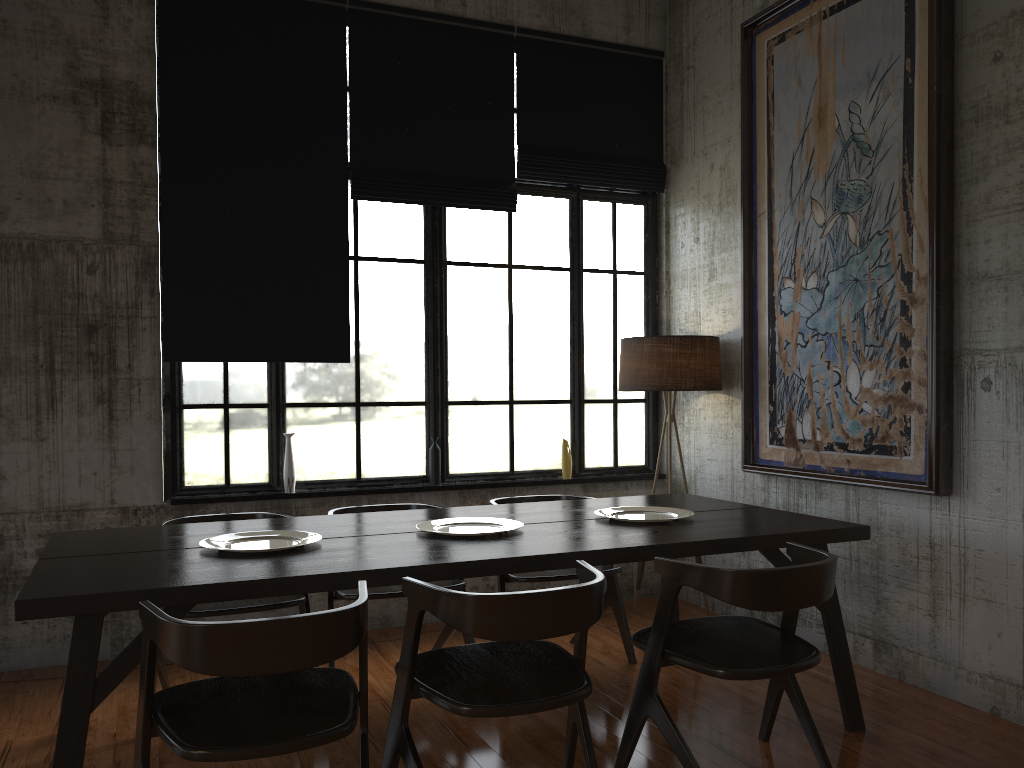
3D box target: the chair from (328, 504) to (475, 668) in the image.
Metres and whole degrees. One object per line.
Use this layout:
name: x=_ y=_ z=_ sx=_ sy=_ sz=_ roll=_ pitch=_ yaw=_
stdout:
chair: x=-0.685 y=1.236 z=5.119 sx=0.878 sy=0.994 sz=0.769 roll=-1 pitch=1 yaw=-23

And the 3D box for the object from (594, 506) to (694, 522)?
object: x=0.703 y=0.698 z=4.724 sx=0.526 sy=0.024 sz=0.526 roll=0 pitch=-1 yaw=-13

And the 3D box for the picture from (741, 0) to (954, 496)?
picture: x=1.962 y=-0.950 z=5.427 sx=0.142 sy=3.122 sz=1.654 roll=-1 pitch=1 yaw=-23

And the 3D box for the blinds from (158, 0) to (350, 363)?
blinds: x=-1.697 y=-1.412 z=5.928 sx=1.215 sy=2.535 sz=0.034 roll=-1 pitch=1 yaw=-23

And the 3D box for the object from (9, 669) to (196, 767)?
object: x=3.847 y=1.360 z=3.229 sx=20.828 sy=0.657 sz=8.768 roll=0 pitch=-1 yaw=-23

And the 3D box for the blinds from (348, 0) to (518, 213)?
blinds: x=-0.547 y=-1.984 z=6.388 sx=1.254 sy=1.399 sz=0.052 roll=-1 pitch=1 yaw=-23

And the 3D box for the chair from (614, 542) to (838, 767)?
chair: x=0.955 y=1.209 z=3.786 sx=0.878 sy=0.994 sz=0.769 roll=-1 pitch=1 yaw=-27

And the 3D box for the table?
table: x=-0.246 y=1.218 z=4.387 sx=3.702 sy=1.006 sz=1.638 roll=0 pitch=0 yaw=-23

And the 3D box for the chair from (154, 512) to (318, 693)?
chair: x=-1.513 y=1.239 z=4.764 sx=0.878 sy=0.994 sz=0.769 roll=-1 pitch=1 yaw=-24

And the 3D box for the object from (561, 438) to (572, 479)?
object: x=0.423 y=0.576 z=6.861 sx=0.073 sy=0.319 sz=0.074 roll=0 pitch=1 yaw=29

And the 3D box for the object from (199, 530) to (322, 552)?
object: x=-1.114 y=0.704 z=3.943 sx=0.526 sy=0.024 sz=0.526 roll=0 pitch=-1 yaw=-13

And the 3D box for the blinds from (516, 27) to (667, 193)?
blinds: x=0.638 y=-2.117 z=6.895 sx=1.296 sy=1.142 sz=0.052 roll=-1 pitch=1 yaw=-23

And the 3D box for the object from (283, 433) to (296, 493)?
object: x=-1.515 y=0.538 z=6.034 sx=0.082 sy=0.411 sz=0.082 roll=0 pitch=1 yaw=27

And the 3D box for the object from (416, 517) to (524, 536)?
object: x=-0.205 y=0.701 z=4.333 sx=0.526 sy=0.024 sz=0.526 roll=0 pitch=-1 yaw=-13

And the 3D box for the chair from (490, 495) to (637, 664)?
chair: x=0.246 y=1.232 z=5.528 sx=0.878 sy=0.994 sz=0.769 roll=-1 pitch=1 yaw=-23

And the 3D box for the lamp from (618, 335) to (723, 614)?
lamp: x=1.161 y=0.695 z=6.501 sx=0.752 sy=2.057 sz=0.752 roll=-1 pitch=1 yaw=-11

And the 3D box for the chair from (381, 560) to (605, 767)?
chair: x=-0.034 y=1.214 z=3.407 sx=0.878 sy=0.994 sz=0.769 roll=-1 pitch=1 yaw=-24

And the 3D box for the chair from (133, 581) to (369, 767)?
chair: x=-0.862 y=1.217 z=3.051 sx=0.878 sy=0.994 sz=0.769 roll=-1 pitch=1 yaw=-23

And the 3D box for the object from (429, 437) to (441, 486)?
object: x=-0.560 y=0.565 z=6.441 sx=0.080 sy=0.352 sz=0.080 roll=0 pitch=1 yaw=8

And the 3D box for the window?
window: x=-0.542 y=-0.933 z=6.516 sx=3.811 sy=3.437 sz=0.050 roll=-1 pitch=1 yaw=-23
